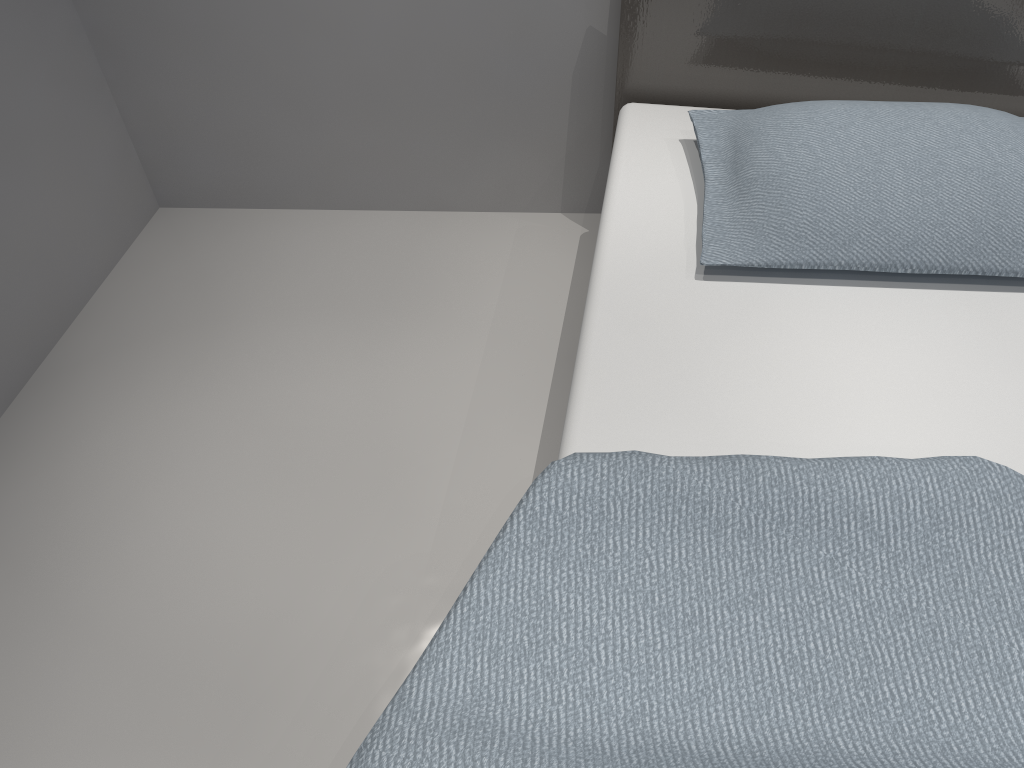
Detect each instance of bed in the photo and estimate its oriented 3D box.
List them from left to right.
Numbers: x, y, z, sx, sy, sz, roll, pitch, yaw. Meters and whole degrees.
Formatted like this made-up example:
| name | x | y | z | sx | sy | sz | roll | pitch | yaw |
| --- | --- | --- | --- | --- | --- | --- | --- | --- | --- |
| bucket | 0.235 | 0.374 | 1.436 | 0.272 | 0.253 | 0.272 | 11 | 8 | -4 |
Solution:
| name | x | y | z | sx | sy | sz | roll | pitch | yaw |
| --- | --- | --- | --- | --- | --- | --- | --- | --- | --- |
| bed | 0.517 | 0.193 | 1.215 | 1.411 | 0.752 | 2.319 | 7 | 51 | 8 |

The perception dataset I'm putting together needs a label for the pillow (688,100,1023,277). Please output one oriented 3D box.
| name | x | y | z | sx | sy | sz | roll | pitch | yaw |
| --- | --- | --- | --- | --- | --- | --- | --- | --- | --- |
| pillow | 0.706 | -0.378 | 1.614 | 0.746 | 0.173 | 0.417 | 3 | 50 | 5 |
